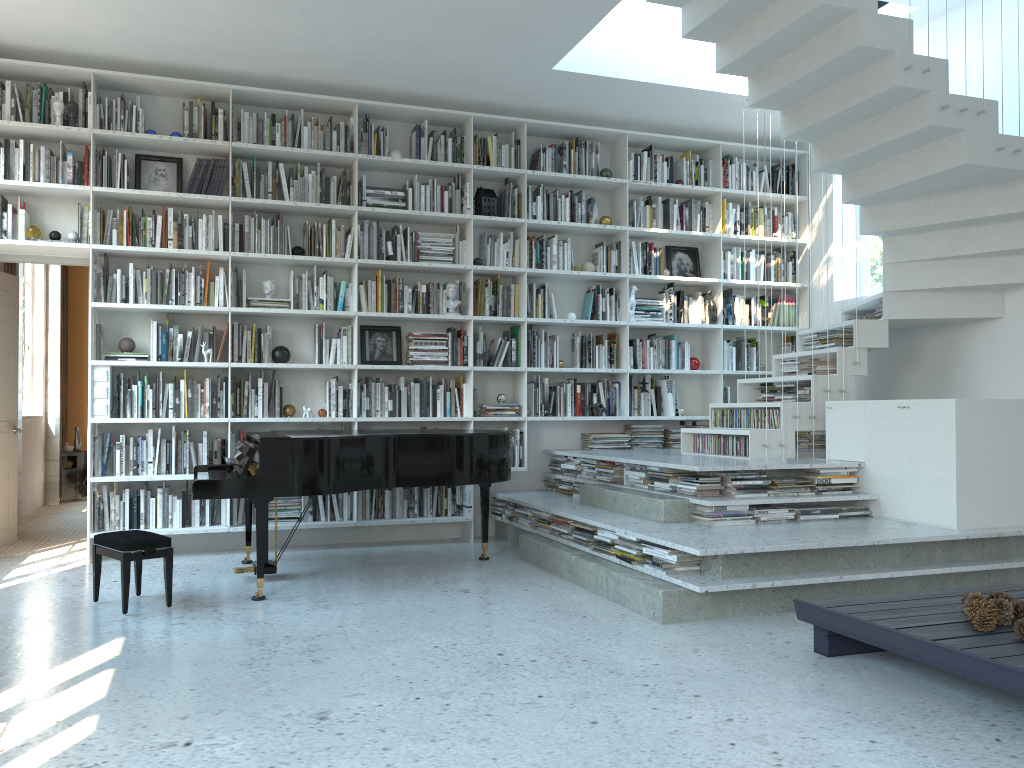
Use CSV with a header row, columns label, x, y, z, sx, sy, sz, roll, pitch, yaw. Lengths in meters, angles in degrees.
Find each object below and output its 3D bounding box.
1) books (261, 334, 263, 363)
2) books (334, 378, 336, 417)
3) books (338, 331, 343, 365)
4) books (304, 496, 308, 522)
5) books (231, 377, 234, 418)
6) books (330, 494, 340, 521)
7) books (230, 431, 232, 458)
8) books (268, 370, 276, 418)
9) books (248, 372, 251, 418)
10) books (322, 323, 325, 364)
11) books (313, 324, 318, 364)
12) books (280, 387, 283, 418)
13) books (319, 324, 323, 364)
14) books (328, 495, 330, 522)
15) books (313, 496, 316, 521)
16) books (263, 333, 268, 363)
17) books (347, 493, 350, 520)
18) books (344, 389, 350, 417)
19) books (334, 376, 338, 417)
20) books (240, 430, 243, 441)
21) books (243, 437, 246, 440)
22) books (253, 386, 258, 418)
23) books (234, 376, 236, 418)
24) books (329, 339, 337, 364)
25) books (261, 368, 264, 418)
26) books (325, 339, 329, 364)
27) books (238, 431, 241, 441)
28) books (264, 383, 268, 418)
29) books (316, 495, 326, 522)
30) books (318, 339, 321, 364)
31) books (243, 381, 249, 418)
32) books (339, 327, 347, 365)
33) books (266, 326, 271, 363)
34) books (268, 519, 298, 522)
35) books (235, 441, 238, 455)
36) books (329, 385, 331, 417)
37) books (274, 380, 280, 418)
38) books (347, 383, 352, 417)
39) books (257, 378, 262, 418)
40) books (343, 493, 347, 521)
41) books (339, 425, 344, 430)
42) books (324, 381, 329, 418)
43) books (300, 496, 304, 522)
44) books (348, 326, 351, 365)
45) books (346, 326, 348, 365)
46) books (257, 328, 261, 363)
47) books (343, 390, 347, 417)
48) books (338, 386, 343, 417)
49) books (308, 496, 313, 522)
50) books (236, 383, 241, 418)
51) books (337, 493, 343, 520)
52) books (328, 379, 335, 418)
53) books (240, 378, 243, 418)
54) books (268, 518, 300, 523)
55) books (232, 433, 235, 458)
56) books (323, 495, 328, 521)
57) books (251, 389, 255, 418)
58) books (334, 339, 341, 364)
label,x,y,z,sx,sy,sz,roll,pitch,yaw
books,-1.732,-0.237,6.135,0.011,0.208,0.180,0,-1,-19
books,-1.265,0.099,6.306,0.010,0.277,0.155,0,-1,-19
books,-1.222,-0.250,6.308,0.012,0.244,0.171,0,-1,-19
books,-1.455,0.826,6.223,0.031,0.265,0.144,0,-1,-19
books,-1.915,0.094,6.075,0.013,0.275,0.147,0,-1,-19
books,-1.269,0.822,6.279,0.073,0.275,0.181,0,-1,-19
books,-1.927,0.462,6.066,0.012,0.285,0.159,0,-1,-19
books,-1.669,0.070,6.147,0.050,0.328,0.166,0,-1,-19
books,-1.807,0.076,6.099,0.014,0.313,0.166,0,-1,-19
books,-1.343,-0.278,6.281,0.012,0.298,0.166,0,-1,-19
books,-1.387,-0.272,6.261,0.012,0.285,0.159,0,-1,-19
books,-1.613,0.129,6.179,0.023,0.212,0.160,0,-1,-19
books,-1.355,-0.275,6.280,0.011,0.291,0.156,0,-1,-19
books,-1.305,0.822,6.253,0.012,0.274,0.180,0,-1,-19
books,-1.399,0.840,6.242,0.028,0.238,0.136,0,-1,-19
books,-1.713,-0.241,6.138,0.028,0.216,0.175,0,-1,-19
books,-1.176,0.871,6.310,0.024,0.179,0.171,0,-1,-19
books,-1.178,0.138,6.330,0.024,0.201,0.158,0,-1,-19
books,-1.253,0.093,6.306,0.014,0.291,0.132,0,-1,-19
books,-1.859,0.461,6.086,0.013,0.288,0.161,0,-1,-19
books,-1.827,0.486,6.078,0.023,0.237,0.173,0,-1,-19
books,-1.767,0.125,6.113,0.021,0.215,0.172,0,-1,-19
books,-1.900,0.090,6.071,0.013,0.283,0.146,0,-1,-19
books,-1.279,-0.223,6.293,0.057,0.188,0.156,0,-1,-19
books,-1.733,0.064,6.150,0.013,0.339,0.138,0,-1,-19
books,-1.325,-0.220,6.293,0.030,0.183,0.154,0,-1,-19
books,-1.869,0.464,6.080,0.010,0.282,0.149,0,-1,-19
books,-1.711,0.113,6.148,0.029,0.241,0.135,0,-1,-19
books,-1.354,0.833,6.246,0.062,0.253,0.177,0,-1,-19
books,-1.368,-0.222,6.262,0.025,0.186,0.154,0,-1,-19
books,-1.833,0.108,6.091,0.042,0.248,0.162,0,-1,-19
books,-1.206,-0.263,6.321,0.027,0.269,0.178,0,-1,-19
books,-1.692,-0.265,6.162,0.028,0.266,0.144,0,-1,-19
books,-1.620,0.940,6.155,0.254,0.007,0.161,0,-2,-15
books,-1.887,0.498,6.075,0.026,0.213,0.140,0,-1,-19
books,-1.304,0.125,6.296,0.015,0.225,0.148,0,-1,-19
books,-1.632,0.103,6.157,0.027,0.261,0.163,0,-1,-19
books,-1.166,0.119,6.362,0.019,0.242,0.107,0,-1,-19
books,-1.743,0.098,6.119,0.027,0.269,0.185,0,-1,-19
books,-1.193,0.830,6.287,0.024,0.260,0.189,0,-1,-19
books,-1.211,0.451,6.303,0.013,0.320,0.173,0,-1,-19
books,-1.314,0.110,6.285,0.012,0.254,0.161,0,-1,-19
books,-1.470,0.831,6.201,0.012,0.254,0.161,0,-1,-19
books,-1.171,-0.269,6.326,0.021,0.281,0.162,0,-1,-19
books,-1.185,-0.267,6.318,0.011,0.279,0.187,0,-1,-19
books,-1.757,-0.256,6.148,0.028,0.247,0.142,0,-1,-19
books,-1.208,0.141,6.333,0.031,0.194,0.142,0,-1,-19
books,-1.230,0.127,6.305,0.029,0.221,0.153,0,-1,-19
books,-1.422,0.858,6.221,0.029,0.202,0.178,0,-1,-19
books,-1.878,0.112,6.075,0.030,0.239,0.157,0,-1,-19
books,-1.226,0.832,6.308,0.025,0.259,0.132,0,-1,-19
books,-1.278,0.103,6.287,0.027,0.269,0.159,0,-1,-19
books,-1.856,0.096,6.074,0.012,0.272,0.181,0,-1,-19
books,-1.623,0.947,6.164,0.285,0.007,0.159,1,-2,-19
books,-1.911,0.472,6.073,0.023,0.266,0.134,0,-1,-19
books,-1.318,0.844,6.256,0.011,0.232,0.174,0,-1,-19
books,-1.790,0.135,6.109,0.024,0.196,0.157,0,-1,-19
books,-1.243,-0.222,6.311,0.024,0.188,0.172,0,-1,-19
